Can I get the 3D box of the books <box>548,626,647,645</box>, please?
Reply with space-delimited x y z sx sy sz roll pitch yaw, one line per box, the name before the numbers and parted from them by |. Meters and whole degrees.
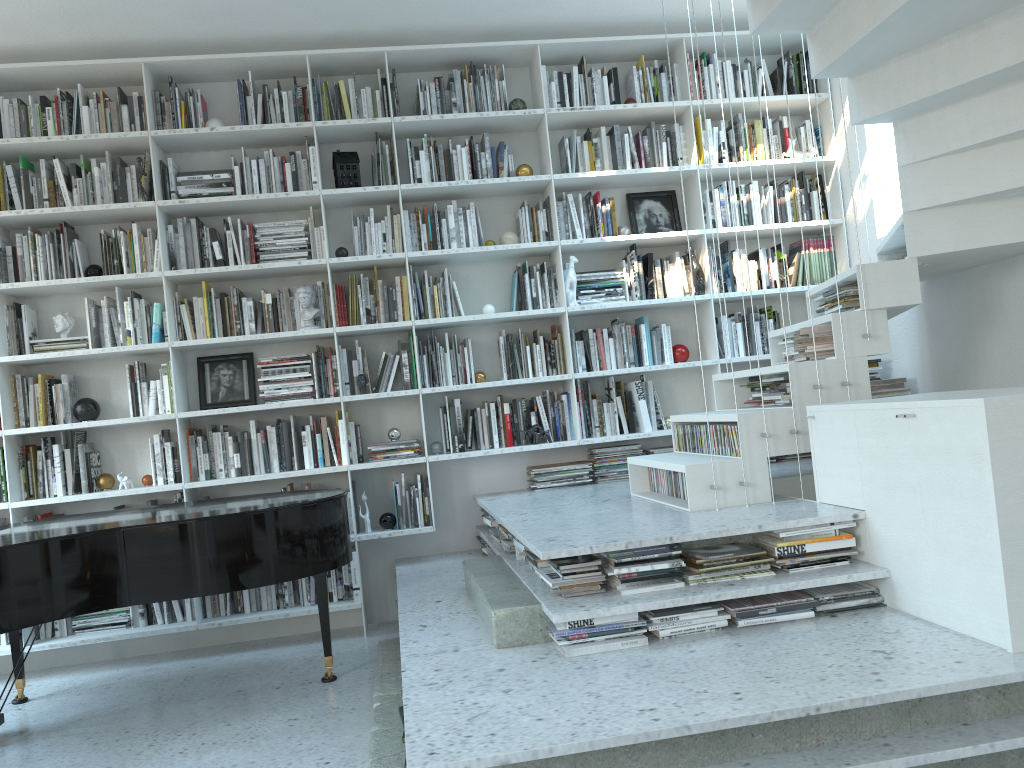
books | 0.270 0.791 2.834 0.285 0.008 0.159 -6 -2 -10

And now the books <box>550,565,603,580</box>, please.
books | 0.219 0.639 3.053 0.137 0.012 0.242 -6 -2 -7

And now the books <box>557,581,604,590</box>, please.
books | 0.211 0.672 3.051 0.152 0.015 0.208 -6 -2 -11

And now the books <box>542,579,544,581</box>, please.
books | 0.173 0.707 3.324 0.142 0.020 0.231 -6 -2 -3

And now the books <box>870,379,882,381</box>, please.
books | 1.878 -0.011 4.847 0.232 0.006 0.137 -6 -2 -13

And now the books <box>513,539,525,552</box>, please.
books | 0.112 0.650 3.626 0.174 0.029 0.250 -6 -2 -10

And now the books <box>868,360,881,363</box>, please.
books | 1.868 -0.110 4.846 0.228 0.011 0.159 -6 -2 -9

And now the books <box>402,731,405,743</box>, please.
books | -0.228 1.026 2.676 0.191 0.016 0.209 -6 -2 -3

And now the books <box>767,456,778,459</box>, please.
books | 1.351 0.443 5.206 0.359 0.009 0.201 -6 -2 -7

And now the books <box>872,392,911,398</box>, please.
books | 1.913 0.063 4.627 0.296 0.013 0.128 -6 -2 -10

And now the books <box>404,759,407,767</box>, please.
books | -0.187 0.980 2.375 0.187 0.017 0.205 -6 -2 -3

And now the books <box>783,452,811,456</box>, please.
books | 1.746 0.402 5.267 0.327 0.008 0.207 -6 -2 -8

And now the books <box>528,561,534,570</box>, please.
books | 0.134 0.722 3.627 0.132 0.016 0.262 -6 -2 -3

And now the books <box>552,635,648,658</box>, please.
books | 0.275 0.812 2.814 0.262 0.023 0.200 -6 -2 -10

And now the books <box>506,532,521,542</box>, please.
books | 0.095 0.613 3.625 0.192 0.014 0.256 -6 -2 -12

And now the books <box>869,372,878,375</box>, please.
books | 1.873 -0.046 4.856 0.214 0.011 0.121 -6 -2 -13

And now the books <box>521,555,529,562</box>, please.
books | 0.123 0.690 3.626 0.167 0.024 0.192 -6 -2 -7

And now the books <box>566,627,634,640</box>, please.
books | 0.269 0.777 2.828 0.210 0.012 0.168 -6 -2 -4

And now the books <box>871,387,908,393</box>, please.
books | 1.906 0.039 4.656 0.278 0.012 0.177 -6 -2 -4

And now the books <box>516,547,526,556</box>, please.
books | 0.110 0.672 3.625 0.178 0.015 0.187 -6 -2 -3

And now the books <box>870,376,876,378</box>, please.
books | 1.875 -0.027 4.857 0.182 0.011 0.131 -6 -2 -10

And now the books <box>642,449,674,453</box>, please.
books | 0.956 0.373 5.140 0.367 0.007 0.206 -6 -2 -13

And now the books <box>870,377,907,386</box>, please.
books | 1.903 -0.005 4.651 0.267 0.026 0.161 -6 -2 -3

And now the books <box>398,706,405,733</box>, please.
books | -0.199 0.894 2.377 0.192 0.014 0.256 -6 -2 -12

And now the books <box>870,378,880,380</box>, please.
books | 1.878 -0.018 4.845 0.192 0.008 0.161 -6 -2 -8

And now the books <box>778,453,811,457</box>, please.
books | 1.747 0.410 5.259 0.327 0.008 0.207 -6 -2 -5

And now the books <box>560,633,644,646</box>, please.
books | 0.271 0.798 2.834 0.264 0.006 0.164 -6 -2 -7

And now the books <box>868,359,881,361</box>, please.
books | 1.868 -0.119 4.842 0.231 0.006 0.152 -6 -2 -3

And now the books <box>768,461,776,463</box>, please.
books | 1.354 0.470 5.205 0.320 0.009 0.203 -6 -2 -9

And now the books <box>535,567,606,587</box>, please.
books | 0.196 0.654 3.049 0.184 0.014 0.297 -6 -2 -9

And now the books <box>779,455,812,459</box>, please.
books | 1.748 0.417 5.253 0.327 0.008 0.207 -6 -2 -3

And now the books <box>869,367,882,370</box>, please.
books | 1.872 -0.073 4.847 0.235 0.014 0.155 -6 -2 -7

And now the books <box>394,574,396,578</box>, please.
books | -0.531 1.041 4.795 0.191 0.013 0.243 -6 -2 -12

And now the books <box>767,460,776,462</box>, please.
books | 1.354 0.460 5.195 0.320 0.009 0.203 -6 -2 -3

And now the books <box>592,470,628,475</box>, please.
books | 0.601 0.499 5.092 0.254 0.007 0.161 -6 -2 -12

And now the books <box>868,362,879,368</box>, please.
books | 1.868 -0.092 4.859 0.232 0.025 0.123 -6 -2 -11

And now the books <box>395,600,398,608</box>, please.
books | -0.410 0.958 3.892 0.193 0.005 0.225 -6 -2 -12

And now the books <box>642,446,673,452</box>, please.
books | 0.954 0.366 5.150 0.367 0.007 0.206 -6 -2 -6

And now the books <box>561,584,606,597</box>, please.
books | 0.223 0.697 3.052 0.144 0.009 0.250 -6 -2 -8

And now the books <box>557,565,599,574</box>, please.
books | 0.212 0.618 3.053 0.132 0.009 0.269 -6 -2 -4

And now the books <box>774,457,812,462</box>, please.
books | 1.749 0.433 5.258 0.367 0.007 0.206 -6 -2 -5

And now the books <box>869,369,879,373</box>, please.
books | 1.873 -0.059 4.851 0.206 0.014 0.150 -6 -2 -8

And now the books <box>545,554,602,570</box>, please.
books | 0.208 0.607 3.052 0.149 0.014 0.228 -6 -2 -10

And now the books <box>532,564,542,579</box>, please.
books | 0.167 0.694 3.324 0.154 0.007 0.292 -6 -2 -5

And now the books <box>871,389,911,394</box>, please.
books | 1.910 0.047 4.637 0.295 0.006 0.146 -6 -2 -10

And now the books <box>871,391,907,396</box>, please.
books | 1.911 0.053 4.632 0.250 0.007 0.131 -6 -2 -4

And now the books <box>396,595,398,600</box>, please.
books | -0.486 1.062 4.504 0.191 0.028 0.213 -6 -2 -4

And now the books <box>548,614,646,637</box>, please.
books | 0.267 0.765 2.832 0.292 0.012 0.159 -6 -2 -5

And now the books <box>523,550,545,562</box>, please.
books | 0.152 0.633 3.324 0.187 0.009 0.250 -6 -2 -8

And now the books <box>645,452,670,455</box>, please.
books | 0.957 0.389 5.149 0.327 0.008 0.207 -6 -2 -6

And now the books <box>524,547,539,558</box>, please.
books | 0.153 0.616 3.324 0.168 0.013 0.281 -6 -2 -11

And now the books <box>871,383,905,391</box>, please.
books | 1.906 0.020 4.645 0.233 0.025 0.157 -6 -2 -12

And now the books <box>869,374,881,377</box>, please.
books | 1.875 -0.037 4.853 0.227 0.009 0.144 -6 -2 -8

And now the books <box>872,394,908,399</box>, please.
books | 1.910 0.073 4.652 0.249 0.006 0.189 -6 -2 -8

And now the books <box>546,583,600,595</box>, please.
books | 0.207 0.687 3.050 0.161 0.014 0.212 -6 -2 -4

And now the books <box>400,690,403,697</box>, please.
books | -0.269 1.045 2.974 0.193 0.005 0.225 -6 -2 -12

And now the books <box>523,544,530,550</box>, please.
books | 0.136 0.585 3.323 0.189 0.022 0.237 -6 -2 -3

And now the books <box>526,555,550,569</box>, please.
books | 0.159 0.649 3.324 0.177 0.026 0.230 -6 -2 -8

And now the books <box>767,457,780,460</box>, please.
books | 1.353 0.451 5.194 0.359 0.009 0.201 -6 -2 -13

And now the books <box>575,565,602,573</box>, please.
books | 0.239 0.625 3.056 0.091 0.011 0.190 -6 -2 -10
